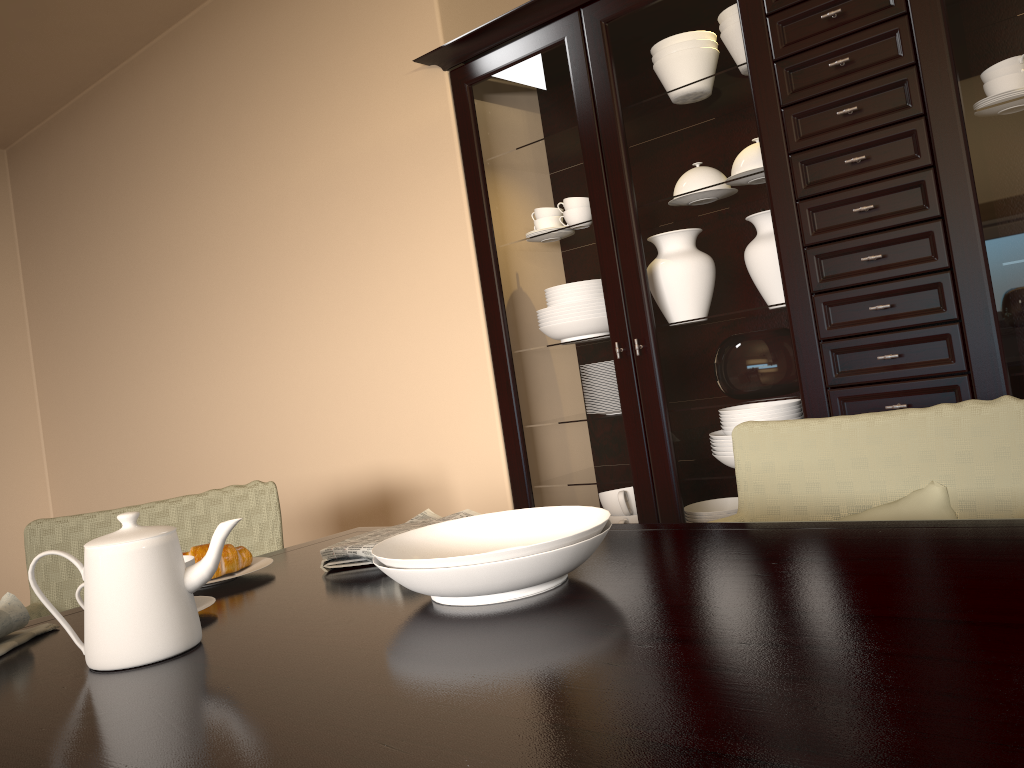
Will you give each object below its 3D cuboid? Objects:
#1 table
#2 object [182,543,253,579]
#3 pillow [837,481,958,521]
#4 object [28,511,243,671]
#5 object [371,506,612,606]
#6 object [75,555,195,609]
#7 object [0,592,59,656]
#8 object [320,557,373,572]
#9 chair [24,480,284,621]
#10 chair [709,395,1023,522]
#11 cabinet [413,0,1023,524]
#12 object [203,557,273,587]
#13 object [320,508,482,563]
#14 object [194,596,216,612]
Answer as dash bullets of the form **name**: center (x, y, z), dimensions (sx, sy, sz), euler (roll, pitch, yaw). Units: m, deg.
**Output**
- **table**: center (0.203, 0.535, 0.730), dimensions (1.985, 0.654, 0.920), euler (-9, -1, 40)
- **object**: center (-0.474, 0.274, 1.372), dimensions (0.138, 0.051, 0.062), euler (-8, -1, -31)
- **pillow**: center (0.582, 0.322, 1.450), dimensions (0.439, 0.295, 0.192), euler (-9, -1, 40)
- **object**: center (-0.406, 0.217, 0.973), dimensions (0.198, 0.156, 0.117), euler (-8, -2, -44)
- **object**: center (-0.019, 0.204, 1.041), dimensions (0.281, 0.066, 0.282), euler (-9, 0, 35)
- **object**: center (-0.461, 0.266, 1.120), dimensions (0.116, 0.070, 0.125), euler (-9, -1, 34)
- **object**: center (-0.705, 0.308, 1.089), dimensions (0.196, 0.063, 0.204), euler (-9, 0, 3)
- **object**: center (-0.162, 0.251, 1.371), dimensions (0.231, 0.027, 0.164), euler (-8, 0, 5)
- **chair**: center (-0.691, 0.643, 1.758), dimensions (0.564, 0.802, 0.560), euler (-8, -1, -14)
- **chair**: center (0.518, 0.463, 1.379), dimensions (0.562, 0.802, 0.561), euler (-7, -2, -44)
- **cabinet**: center (1.048, -0.271, 2.243), dimensions (2.481, 1.842, 0.890), euler (-9, -2, 40)
- **object**: center (-0.465, 0.297, 1.361), dimensions (0.194, 0.014, 0.194), euler (-8, 0, 16)
- **object**: center (-0.147, 0.234, 1.340), dimensions (0.164, 0.051, 0.233), euler (-9, 0, 40)
- **object**: center (-0.455, 0.296, 1.122), dimensions (0.154, 0.012, 0.153), euler (-8, 0, 1)
